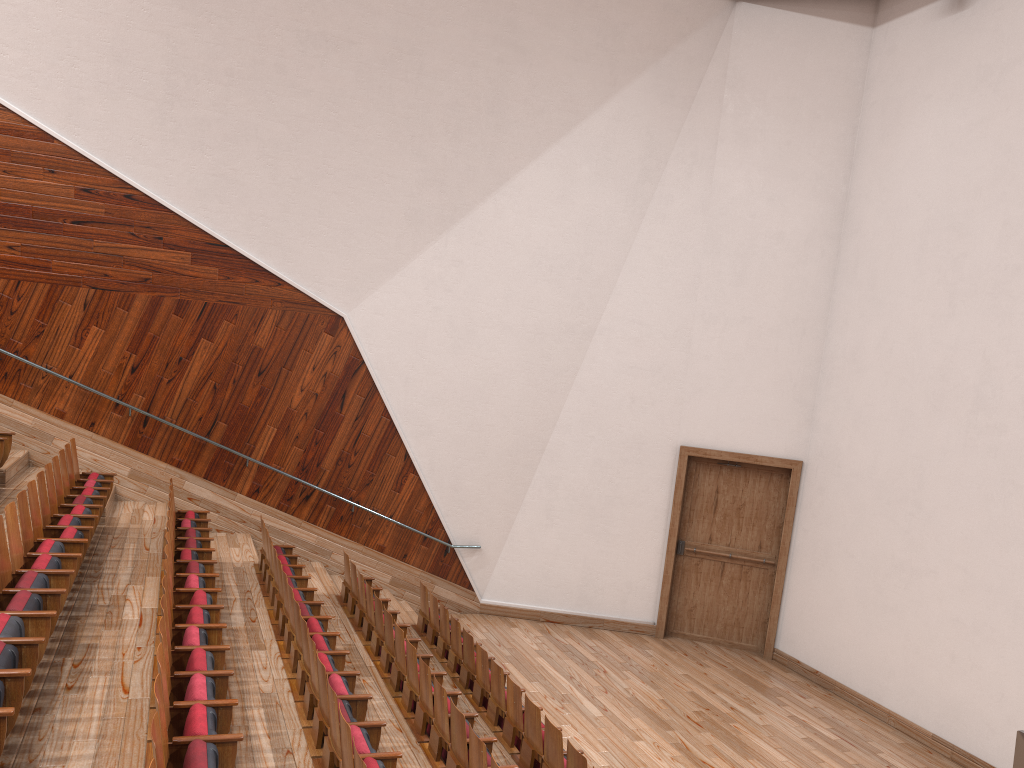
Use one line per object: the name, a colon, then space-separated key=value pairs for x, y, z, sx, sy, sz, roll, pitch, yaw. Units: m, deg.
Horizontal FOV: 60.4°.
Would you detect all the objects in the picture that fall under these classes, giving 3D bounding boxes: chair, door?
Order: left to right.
chair: x=-0.210 y=0.106 z=0.236 sx=0.772 sy=0.378 sz=1.165 roll=5 pitch=3 yaw=-21
door: x=0.257 y=0.200 z=1.053 sx=0.139 sy=0.244 sz=0.024 roll=8 pitch=9 yaw=17

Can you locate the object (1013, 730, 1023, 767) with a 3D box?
object: x=0.345 y=0.248 z=0.528 sx=0.041 sy=0.049 sz=0.088 roll=4 pitch=4 yaw=-21
